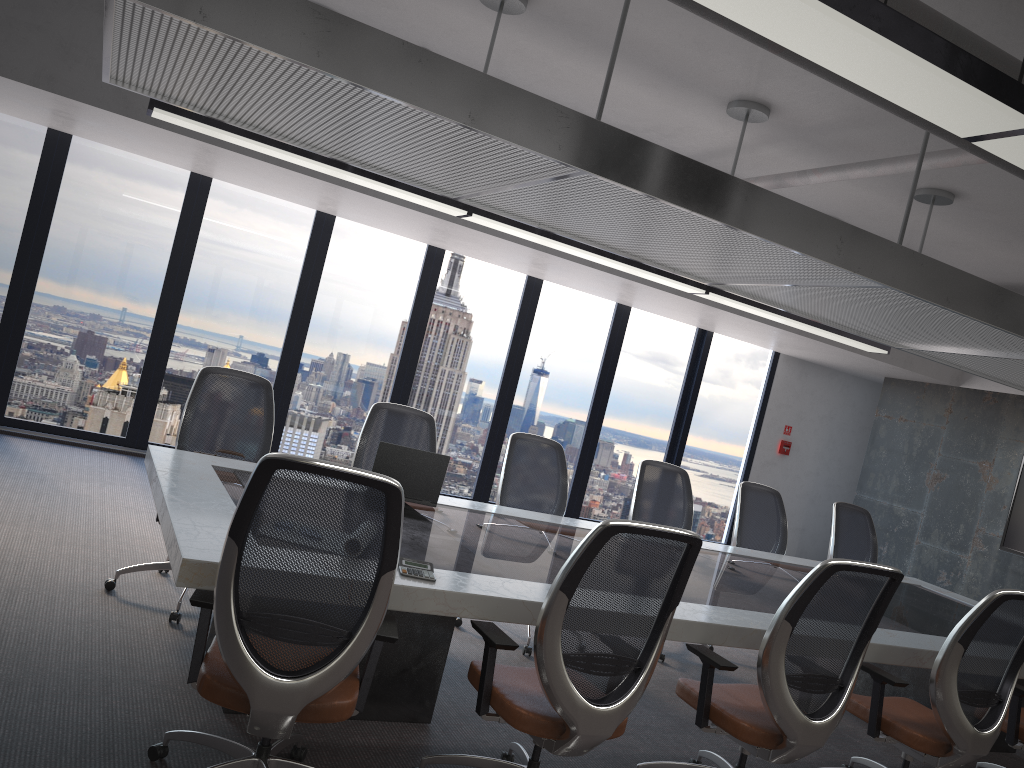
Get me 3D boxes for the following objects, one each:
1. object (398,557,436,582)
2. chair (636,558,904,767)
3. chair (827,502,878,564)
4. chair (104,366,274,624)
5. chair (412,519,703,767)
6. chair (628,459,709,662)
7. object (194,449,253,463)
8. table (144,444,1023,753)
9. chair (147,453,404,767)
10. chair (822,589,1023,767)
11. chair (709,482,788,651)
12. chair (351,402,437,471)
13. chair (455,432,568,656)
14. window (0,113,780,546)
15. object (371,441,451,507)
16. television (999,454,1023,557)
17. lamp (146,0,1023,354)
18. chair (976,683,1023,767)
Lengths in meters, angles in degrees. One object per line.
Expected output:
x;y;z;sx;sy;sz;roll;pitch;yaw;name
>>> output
-0.331;0.646;3.098;0.126;0.026;0.161;14;1;-12;object
0.981;1.156;3.481;0.828;1.166;0.789;14;1;28;chair
2.668;1.545;6.634;0.828;1.166;0.789;14;1;28;chair
-1.473;0.535;4.565;0.828;1.166;0.789;14;1;28;chair
0.153;0.954;3.067;0.828;1.166;0.789;14;1;28;chair
1.063;1.152;5.931;0.828;1.166;0.789;14;1;34;chair
-1.493;0.497;4.605;0.378;0.308;0.138;14;1;-15;object
0.952;1.348;4.646;5.498;0.745;1.898;14;1;-26;table
-0.695;0.747;2.699;0.828;1.166;0.789;14;1;44;chair
1.809;1.358;3.895;0.828;1.166;0.789;14;1;28;chair
1.840;1.343;6.220;0.828;1.166;0.789;14;1;28;chair
-0.675;0.729;5.039;0.828;1.166;0.789;14;1;39;chair
0.183;0.939;5.393;0.828;1.166;0.789;14;1;28;chair
-1.056;-0.198;8.894;9.225;2.670;0.121;14;1;-26;window
-0.552;0.446;4.561;0.366;0.277;0.308;14;1;-16;object
5.654;1.361;6.974;0.101;0.960;3.667;14;1;-26;television
1.489;-1.120;4.576;6.097;0.908;4.126;14;1;-26;lamp
2.638;1.560;4.309;0.828;1.166;0.789;14;1;28;chair
